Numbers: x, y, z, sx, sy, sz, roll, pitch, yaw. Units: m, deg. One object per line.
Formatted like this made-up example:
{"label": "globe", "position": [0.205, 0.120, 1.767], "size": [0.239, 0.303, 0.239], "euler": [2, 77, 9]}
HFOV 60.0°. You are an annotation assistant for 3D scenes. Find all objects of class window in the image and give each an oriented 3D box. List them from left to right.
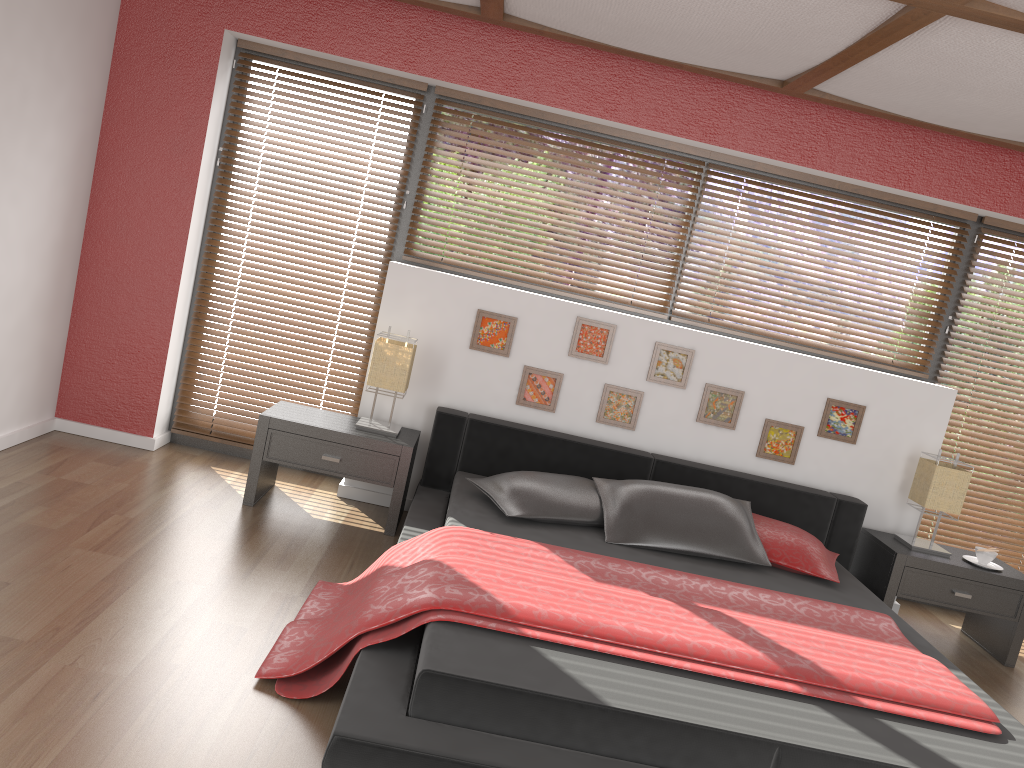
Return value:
{"label": "window", "position": [-1.108, -0.659, 4.637], "size": [0.889, 1.893, 0.020], "euler": [13, 8, -3]}
{"label": "window", "position": [0.916, -0.761, 4.660], "size": [2.817, 0.786, 0.020], "euler": [13, 8, -3]}
{"label": "window", "position": [2.696, 0.185, 4.824], "size": [0.889, 1.893, 0.020], "euler": [13, 8, -3]}

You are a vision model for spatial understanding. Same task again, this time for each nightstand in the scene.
{"label": "nightstand", "position": [-0.833, 0.389, 4.182], "size": [0.700, 0.423, 0.413], "euler": [13, 8, -3]}
{"label": "nightstand", "position": [2.069, 1.033, 4.325], "size": [0.700, 0.423, 0.413], "euler": [13, 8, -3]}

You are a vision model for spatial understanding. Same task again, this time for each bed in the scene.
{"label": "bed", "position": [0.513, 0.743, 3.246], "size": [2.469, 0.577, 2.413], "euler": [13, 8, -3]}

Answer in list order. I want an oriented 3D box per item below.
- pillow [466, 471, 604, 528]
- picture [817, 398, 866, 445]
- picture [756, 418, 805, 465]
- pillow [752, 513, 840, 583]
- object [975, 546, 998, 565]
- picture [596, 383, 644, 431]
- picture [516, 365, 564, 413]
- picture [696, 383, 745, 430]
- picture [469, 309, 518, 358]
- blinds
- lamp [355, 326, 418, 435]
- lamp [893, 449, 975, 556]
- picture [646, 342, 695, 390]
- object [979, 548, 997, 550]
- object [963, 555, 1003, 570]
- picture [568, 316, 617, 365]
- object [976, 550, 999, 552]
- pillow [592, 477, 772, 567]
{"label": "pillow", "position": [0.211, 0.497, 3.878], "size": [0.745, 0.172, 0.418], "euler": [9, 8, -27]}
{"label": "picture", "position": [1.653, 0.187, 4.448], "size": [0.200, 0.200, 0.010], "euler": [13, 8, -3]}
{"label": "picture", "position": [1.347, 0.291, 4.456], "size": [0.200, 0.200, 0.010], "euler": [13, 8, -3]}
{"label": "pillow", "position": [1.100, 0.687, 3.975], "size": [0.745, 0.172, 0.418], "euler": [15, 8, 16]}
{"label": "object", "position": [2.262, 0.829, 4.245], "size": [0.099, 0.069, 0.099], "euler": [16, 8, 22]}
{"label": "picture", "position": [0.538, 0.116, 4.417], "size": [0.200, 0.200, 0.010], "euler": [13, 8, -3]}
{"label": "picture", "position": [0.137, 0.026, 4.397], "size": [0.200, 0.200, 0.010], "euler": [13, 8, -3]}
{"label": "picture", "position": [1.040, 0.113, 4.426], "size": [0.200, 0.200, 0.010], "euler": [13, 8, -3]}
{"label": "picture", "position": [-0.091, -0.249, 4.355], "size": [0.200, 0.200, 0.010], "euler": [13, 8, -3]}
{"label": "blinds", "position": [0.786, -0.193, 4.667], "size": [4.840, 1.952, 0.032], "euler": [13, 8, -3]}
{"label": "lamp", "position": [-0.577, -0.028, 4.170], "size": [0.200, 0.480, 0.200], "euler": [13, 8, -3]}
{"label": "lamp", "position": [2.055, 0.555, 4.299], "size": [0.200, 0.480, 0.200], "euler": [13, 8, -3]}
{"label": "picture", "position": [0.787, -0.091, 4.393], "size": [0.200, 0.200, 0.010], "euler": [13, 8, -3]}
{"label": "object", "position": [2.274, 0.792, 4.245], "size": [0.192, 0.007, 0.007], "euler": [7, 10, -38]}
{"label": "object", "position": [2.254, 0.860, 4.249], "size": [0.179, 0.012, 0.179], "euler": [16, 8, 22]}
{"label": "picture", "position": [0.396, -0.214, 4.369], "size": [0.200, 0.200, 0.010], "euler": [13, 8, -3]}
{"label": "object", "position": [2.267, 0.794, 4.223], "size": [0.192, 0.007, 0.007], "euler": [8, 9, -33]}
{"label": "pillow", "position": [0.724, 0.570, 3.811], "size": [0.744, 0.241, 0.386], "euler": [12, 8, -7]}
